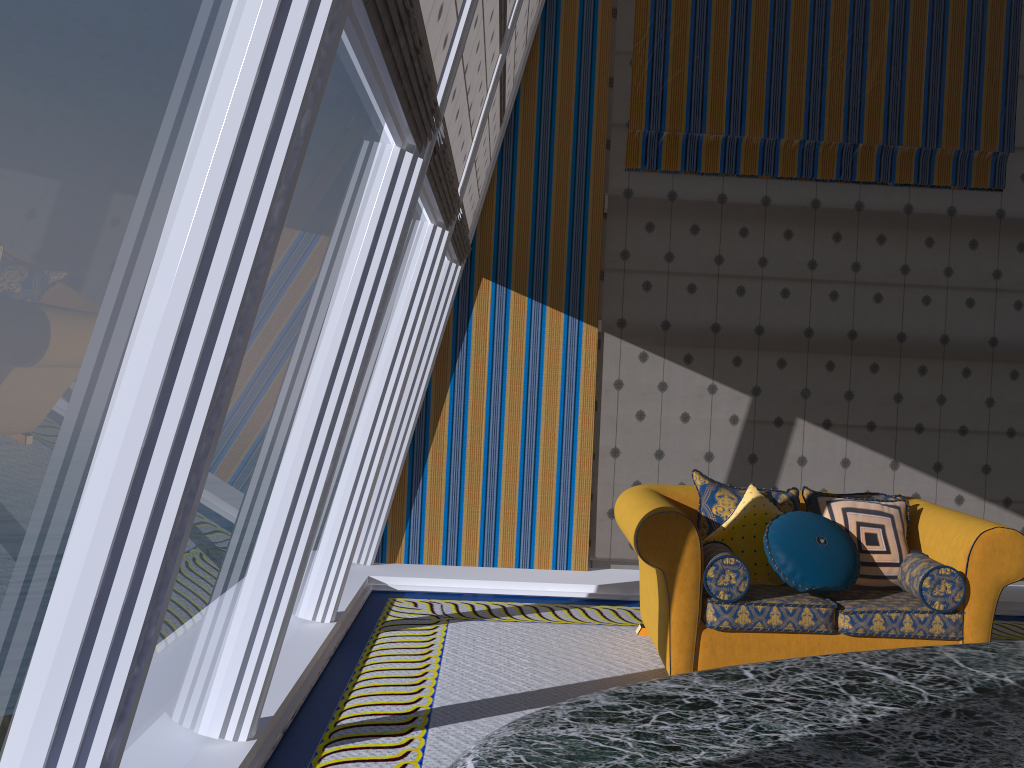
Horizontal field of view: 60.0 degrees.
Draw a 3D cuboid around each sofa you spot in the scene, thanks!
[{"bbox_3d":[1.479,1.022,4.562,1.848,0.854,1.011,3,0,0],"label":"sofa"}]

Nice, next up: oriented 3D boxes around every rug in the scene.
[{"bbox_3d":[2.392,1.487,3.840,6.262,0.011,3.590,3,0,-2],"label":"rug"}]

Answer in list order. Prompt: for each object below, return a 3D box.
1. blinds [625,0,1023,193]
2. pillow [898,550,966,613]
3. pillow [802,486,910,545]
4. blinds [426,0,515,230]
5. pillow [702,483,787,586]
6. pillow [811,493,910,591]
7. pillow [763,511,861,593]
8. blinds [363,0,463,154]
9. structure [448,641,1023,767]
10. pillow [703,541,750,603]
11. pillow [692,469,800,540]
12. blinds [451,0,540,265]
[{"bbox_3d":[2.177,-2.883,6.071,2.663,2.990,0.152,3,1,-2],"label":"blinds"},{"bbox_3d":[1.981,0.937,4.235,0.214,0.219,0.373,3,0,4],"label":"pillow"},{"bbox_3d":[1.803,0.864,4.699,0.613,0.610,0.340,3,1,3],"label":"pillow"},{"bbox_3d":[0.187,-2.463,3.893,0.875,3.394,1.364,3,1,-1],"label":"blinds"},{"bbox_3d":[1.265,0.763,4.516,0.610,0.491,0.232,3,1,3],"label":"pillow"},{"bbox_3d":[1.817,0.808,4.499,0.522,0.456,0.327,3,1,-2],"label":"pillow"},{"bbox_3d":[1.446,0.814,4.285,0.465,0.367,0.386,2,1,-41],"label":"pillow"},{"bbox_3d":[0.205,-2.455,2.351,0.875,3.394,1.364,3,1,-1],"label":"blinds"},{"bbox_3d":[1.074,0.343,0.957,2.320,2.196,0.766,3,1,-11],"label":"structure"},{"bbox_3d":[0.994,0.890,4.234,0.214,0.219,0.378,3,0,4],"label":"pillow"},{"bbox_3d":[1.214,0.805,4.671,0.599,0.672,0.355,3,1,6],"label":"pillow"},{"bbox_3d":[0.169,-2.470,5.376,0.875,3.394,1.364,3,1,-1],"label":"blinds"}]
